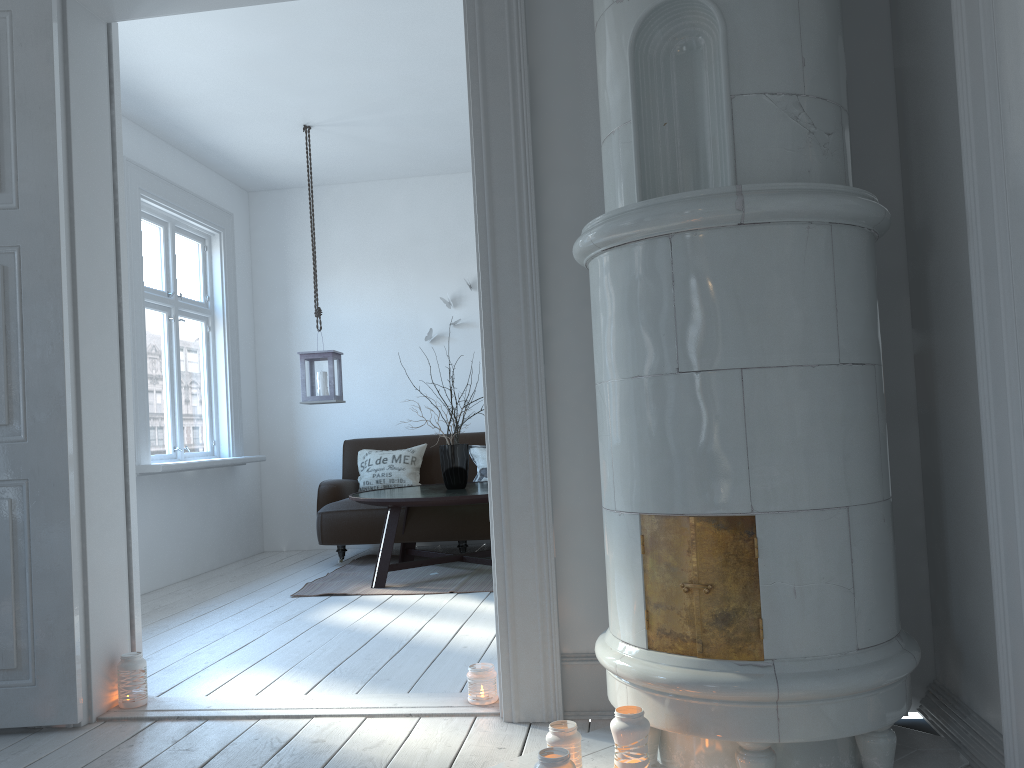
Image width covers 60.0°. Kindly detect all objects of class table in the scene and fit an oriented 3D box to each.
[{"bbox_3d":[-0.314,0.883,5.358,1.300,0.503,1.301,-3,-3,-2],"label":"table"}]

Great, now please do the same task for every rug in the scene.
[{"bbox_3d":[-0.297,1.108,5.376,1.710,0.055,1.457,-3,-3,8],"label":"rug"}]

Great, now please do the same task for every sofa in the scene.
[{"bbox_3d":[-0.214,0.746,6.145,2.165,0.824,0.969,-3,-3,7],"label":"sofa"}]

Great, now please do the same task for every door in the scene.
[{"bbox_3d":[-0.725,-0.226,2.828,2.599,2.504,0.578,-3,-2,7],"label":"door"},{"bbox_3d":[1.015,-0.409,1.080,0.306,2.504,1.600,-3,-2,7],"label":"door"}]

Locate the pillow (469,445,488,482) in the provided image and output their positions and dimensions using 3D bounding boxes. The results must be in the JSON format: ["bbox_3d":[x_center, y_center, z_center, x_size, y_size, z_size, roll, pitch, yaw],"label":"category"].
[{"bbox_3d":[-0.075,0.585,6.200,0.473,0.347,0.158,-3,-2,6],"label":"pillow"}]

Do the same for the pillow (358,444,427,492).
[{"bbox_3d":[-0.869,0.623,6.343,0.519,0.367,0.239,-3,-2,7],"label":"pillow"}]

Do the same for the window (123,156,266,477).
[{"bbox_3d":[-13.049,-0.381,28.265,27.758,15.010,51.317,-3,-3,7],"label":"window"}]

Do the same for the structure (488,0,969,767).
[{"bbox_3d":[0.370,-0.399,2.141,1.247,2.826,0.801,-1,-3,-38],"label":"structure"}]

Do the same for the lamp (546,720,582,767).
[{"bbox_3d":[0.123,0.868,2.066,0.084,0.146,0.084,-4,-2,12],"label":"lamp"}]

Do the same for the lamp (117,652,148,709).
[{"bbox_3d":[-1.236,0.963,2.887,0.089,0.166,0.089,-3,-2,6],"label":"lamp"}]

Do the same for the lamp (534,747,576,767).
[{"bbox_3d":[0.091,0.848,1.837,0.089,0.166,0.089,-3,-2,9],"label":"lamp"}]

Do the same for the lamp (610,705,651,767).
[{"bbox_3d":[0.264,0.822,1.949,0.098,0.210,0.098,-3,-2,12],"label":"lamp"}]

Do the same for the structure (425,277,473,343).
[{"bbox_3d":[-0.166,-0.576,6.641,1.025,0.478,0.085,-3,-2,7],"label":"structure"}]

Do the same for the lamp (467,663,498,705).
[{"bbox_3d":[-0.091,0.923,2.727,0.093,0.110,0.093,-4,-3,24],"label":"lamp"}]

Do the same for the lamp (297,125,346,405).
[{"bbox_3d":[-1.224,-0.758,5.552,0.228,1.761,0.228,-3,-2,4],"label":"lamp"}]

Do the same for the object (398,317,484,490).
[{"bbox_3d":[-0.256,0.095,5.308,0.845,1.065,0.526,-2,-2,-22],"label":"object"}]
